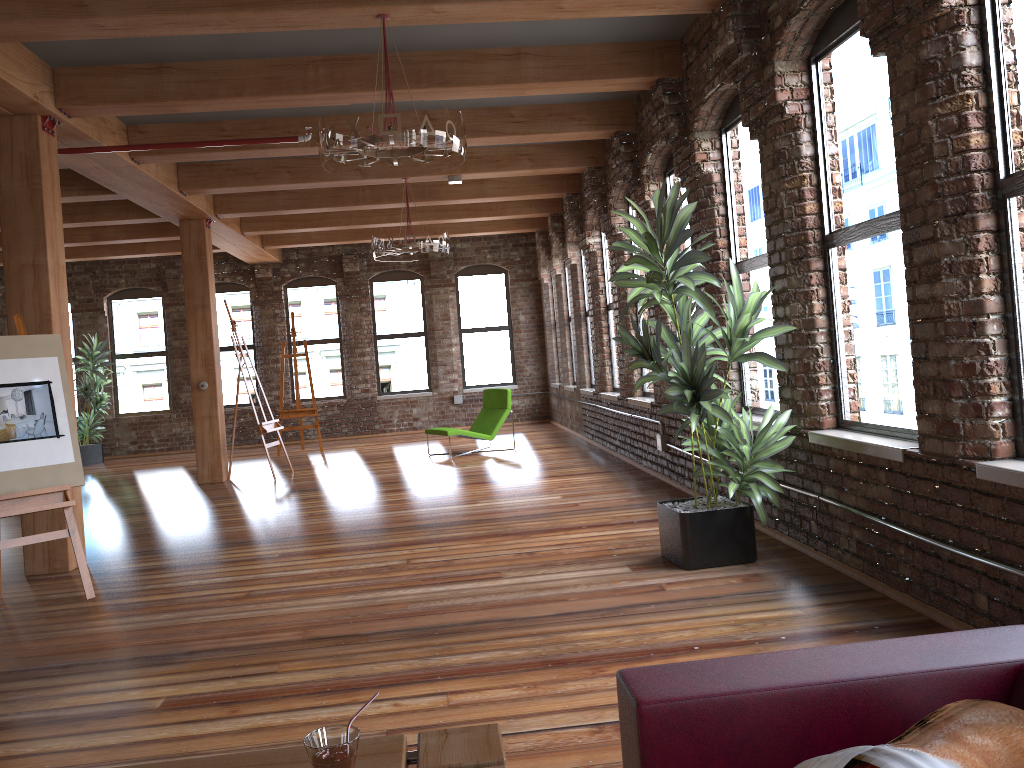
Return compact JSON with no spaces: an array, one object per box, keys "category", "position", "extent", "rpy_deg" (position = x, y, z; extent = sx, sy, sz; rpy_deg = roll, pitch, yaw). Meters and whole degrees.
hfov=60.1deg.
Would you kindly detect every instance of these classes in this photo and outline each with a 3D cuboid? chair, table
[{"category":"chair","position":[0.698,0.829,1.234],"extent":[0.866,0.593,1.071],"rpy_deg":[-5,1,-5]},{"category":"chair","position":[-0.559,0.492,11.442],"extent":[0.957,0.797,0.679],"rpy_deg":[-5,1,-30]},{"category":"table","position":[-0.830,0.976,1.096],"extent":[1.751,0.550,0.900],"rpy_deg":[-5,1,-5]}]

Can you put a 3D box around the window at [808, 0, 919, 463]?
[{"category":"window","position":[1.675,-0.788,4.319],"extent":[0.235,2.216,0.968],"rpy_deg":[-4,0,-5]}]

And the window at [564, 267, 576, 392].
[{"category":"window","position":[0.870,-1.014,13.082],"extent":[0.231,2.216,0.968],"rpy_deg":[-4,0,-5]}]

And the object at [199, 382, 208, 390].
[{"category":"object","position":[-3.580,0.021,10.266],"extent":[0.095,0.095,0.061],"rpy_deg":[-4,0,-5]}]

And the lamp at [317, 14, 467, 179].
[{"category":"lamp","position":[-0.673,-1.611,4.850],"extent":[0.808,0.815,0.810],"rpy_deg":[-4,1,37]}]

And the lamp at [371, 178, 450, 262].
[{"category":"lamp","position":[-1.070,-1.723,9.179],"extent":[0.808,0.815,0.810],"rpy_deg":[-4,1,31]}]

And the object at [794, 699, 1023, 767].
[{"category":"object","position":[0.557,0.661,1.288],"extent":[0.756,0.297,0.364],"rpy_deg":[-5,1,-34]}]

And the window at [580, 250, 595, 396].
[{"category":"window","position":[1.005,-0.977,11.621],"extent":[0.233,2.216,0.968],"rpy_deg":[-4,0,-5]}]

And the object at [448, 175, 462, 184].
[{"category":"object","position":[-0.597,-2.143,9.269],"extent":[0.145,0.072,0.147],"rpy_deg":[-5,1,-5]}]

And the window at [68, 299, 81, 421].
[{"category":"window","position":[-7.808,-0.429,14.953],"extent":[0.969,2.170,0.086],"rpy_deg":[-4,-1,-5]}]

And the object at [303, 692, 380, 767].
[{"category":"object","position":[-0.228,0.535,1.182],"extent":[0.095,0.232,0.076],"rpy_deg":[-5,-1,28]}]

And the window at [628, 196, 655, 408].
[{"category":"window","position":[1.274,-0.901,8.703],"extent":[0.236,2.216,0.968],"rpy_deg":[-4,0,-5]}]

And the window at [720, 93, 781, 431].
[{"category":"window","position":[1.541,-0.825,5.780],"extent":[0.235,2.216,0.968],"rpy_deg":[-4,0,-5]}]

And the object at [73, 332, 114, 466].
[{"category":"object","position":[-6.939,0.239,14.224],"extent":[1.081,2.105,0.965],"rpy_deg":[-4,0,-27]}]

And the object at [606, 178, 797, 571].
[{"category":"object","position":[1.064,-0.074,4.990],"extent":[0.966,2.105,1.080],"rpy_deg":[-4,0,8]}]

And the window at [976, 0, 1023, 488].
[{"category":"window","position":[1.809,-0.750,2.860],"extent":[0.235,2.216,0.968],"rpy_deg":[-4,0,-5]}]

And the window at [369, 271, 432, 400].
[{"category":"window","position":[-1.943,-0.873,15.433],"extent":[0.969,2.220,0.218],"rpy_deg":[-4,-1,-5]}]

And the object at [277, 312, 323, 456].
[{"category":"object","position":[-3.246,-0.038,13.353],"extent":[0.662,2.142,0.684],"rpy_deg":[-4,-1,-10]}]

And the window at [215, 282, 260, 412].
[{"category":"window","position":[-4.859,-0.635,15.159],"extent":[0.969,2.229,0.221],"rpy_deg":[-4,-1,-5]}]

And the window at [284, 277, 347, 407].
[{"category":"window","position":[-3.404,-0.751,15.295],"extent":[0.969,2.229,0.221],"rpy_deg":[-4,-1,-5]}]

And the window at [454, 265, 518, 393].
[{"category":"window","position":[-0.467,-0.992,15.570],"extent":[0.969,2.220,0.218],"rpy_deg":[-4,-1,-5]}]

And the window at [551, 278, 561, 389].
[{"category":"window","position":[0.734,-1.053,14.570],"extent":[0.232,2.216,0.968],"rpy_deg":[-4,0,-5]}]

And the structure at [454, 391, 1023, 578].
[{"category":"structure","position":[1.213,0.403,8.868],"extent":[1.634,0.313,13.700],"rpy_deg":[-5,2,-12]}]

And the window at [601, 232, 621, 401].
[{"category":"window","position":[1.137,-0.939,10.163],"extent":[0.230,2.216,0.968],"rpy_deg":[-4,0,-5]}]

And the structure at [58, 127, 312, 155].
[{"category":"structure","position":[-4.947,-1.689,6.633],"extent":[6.810,0.112,0.051],"rpy_deg":[-5,0,-5]}]

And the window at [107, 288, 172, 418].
[{"category":"window","position":[-6.326,-0.548,15.091],"extent":[0.969,2.170,0.086],"rpy_deg":[-4,-1,-5]}]

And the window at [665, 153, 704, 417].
[{"category":"window","position":[1.406,-0.863,7.241],"extent":[0.232,2.216,0.968],"rpy_deg":[-4,0,-5]}]

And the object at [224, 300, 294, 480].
[{"category":"object","position":[-3.104,0.045,10.501],"extent":[0.684,2.142,0.662],"rpy_deg":[-4,-1,5]}]

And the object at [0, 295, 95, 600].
[{"category":"object","position":[-2.959,0.209,5.173],"extent":[0.683,2.142,0.703],"rpy_deg":[-5,-1,45]}]
